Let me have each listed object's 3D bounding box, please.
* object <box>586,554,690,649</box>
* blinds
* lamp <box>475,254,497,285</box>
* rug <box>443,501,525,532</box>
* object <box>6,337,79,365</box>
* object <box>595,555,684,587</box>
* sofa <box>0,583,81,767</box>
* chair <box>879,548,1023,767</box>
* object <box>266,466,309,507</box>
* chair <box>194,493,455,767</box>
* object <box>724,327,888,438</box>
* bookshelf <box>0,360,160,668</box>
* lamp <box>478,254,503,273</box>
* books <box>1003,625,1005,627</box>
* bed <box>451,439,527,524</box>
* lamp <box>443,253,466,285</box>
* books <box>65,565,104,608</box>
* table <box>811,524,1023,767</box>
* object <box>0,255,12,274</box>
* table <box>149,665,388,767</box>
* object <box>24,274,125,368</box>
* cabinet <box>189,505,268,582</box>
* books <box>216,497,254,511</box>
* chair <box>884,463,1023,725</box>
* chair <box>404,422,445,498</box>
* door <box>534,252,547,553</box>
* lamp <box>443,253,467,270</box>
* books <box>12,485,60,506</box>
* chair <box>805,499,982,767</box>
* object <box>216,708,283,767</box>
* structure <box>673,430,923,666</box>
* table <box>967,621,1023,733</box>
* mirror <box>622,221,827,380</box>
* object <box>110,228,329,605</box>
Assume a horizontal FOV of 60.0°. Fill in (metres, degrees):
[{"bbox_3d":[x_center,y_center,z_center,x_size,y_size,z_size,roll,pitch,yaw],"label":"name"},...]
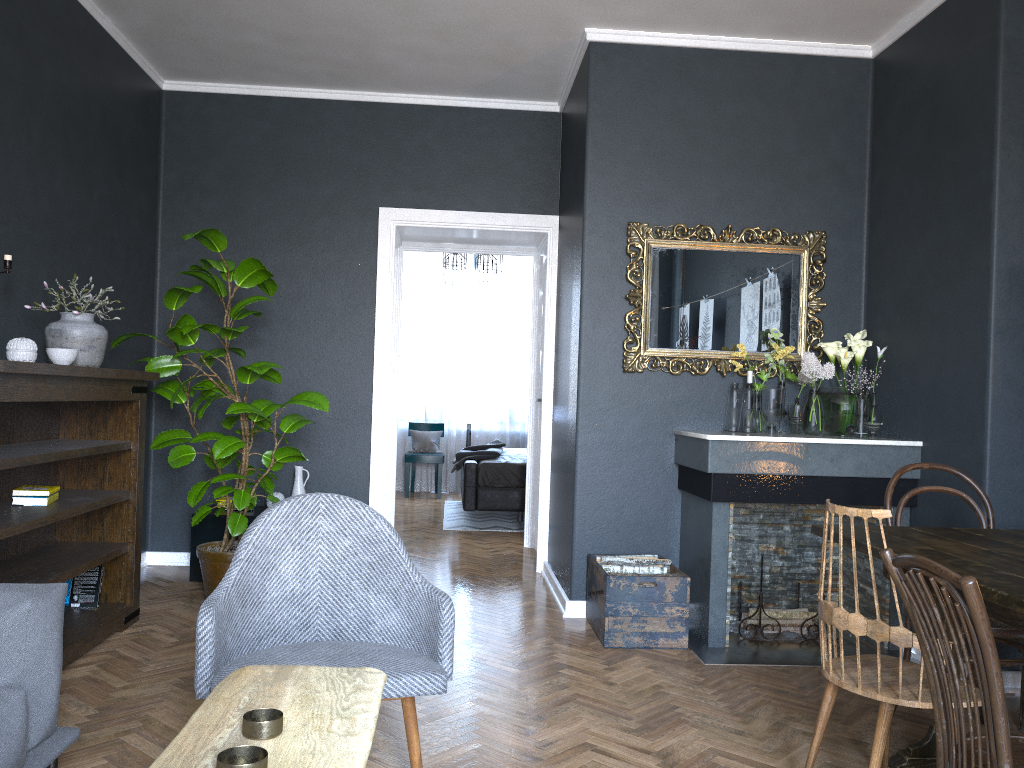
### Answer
[{"bbox_3d":[0.588,1.029,4.247,0.383,0.326,0.552,2,-1,-4],"label":"object"},{"bbox_3d":[-0.402,-0.141,10.266,3.992,2.789,0.312,2,0,-4],"label":"blinds"},{"bbox_3d":[-0.254,-1.385,8.909,0.210,0.747,0.210,2,0,10],"label":"lamp"},{"bbox_3d":[0.084,1.246,8.394,1.458,0.013,2.045,2,-1,-4],"label":"rug"},{"bbox_3d":[-1.819,-0.123,3.441,0.255,0.104,0.118,3,-1,-39],"label":"object"},{"bbox_3d":[0.595,0.953,4.248,0.370,0.247,0.533,2,-1,-4],"label":"object"},{"bbox_3d":[-1.474,0.674,1.137,0.970,0.798,2.340,2,-1,-4],"label":"sofa"},{"bbox_3d":[1.020,0.758,1.771,0.467,0.820,0.363,2,0,-4],"label":"chair"},{"bbox_3d":[-1.370,0.622,5.300,0.228,0.268,0.229,2,0,30],"label":"object"},{"bbox_3d":[-0.509,0.719,2.346,0.645,0.811,0.494,2,0,-26],"label":"chair"},{"bbox_3d":[1.462,-0.019,4.385,0.727,0.547,0.474,2,0,-1],"label":"object"},{"bbox_3d":[-1.854,0.510,3.244,0.451,1.172,1.918,2,-1,-4],"label":"bookshelf"},{"bbox_3d":[-0.184,-1.388,7.925,0.210,0.769,0.210,2,0,10],"label":"lamp"},{"bbox_3d":[1.938,0.883,3.296,0.207,0.025,0.262,1,-1,39],"label":"books"},{"bbox_3d":[0.613,0.684,8.462,2.375,1.162,2.265,2,-1,-4],"label":"bed"},{"bbox_3d":[-0.544,-1.372,8.581,0.210,0.804,0.210,2,0,10],"label":"lamp"},{"bbox_3d":[-1.957,0.922,4.063,0.179,0.193,0.122,2,0,-1],"label":"books"},{"bbox_3d":[1.584,0.830,2.150,1.126,0.727,1.604,2,-1,-4],"label":"table"},{"bbox_3d":[-1.951,-0.298,3.277,0.145,0.437,0.130,2,0,32],"label":"object"},{"bbox_3d":[-0.394,0.841,1.421,0.339,0.550,0.787,2,-1,-4],"label":"table"},{"bbox_3d":[-1.856,-0.273,3.776,0.385,0.412,0.275,2,0,-26],"label":"object"},{"bbox_3d":[-1.509,0.946,5.259,0.650,0.390,0.456,2,-1,-4],"label":"cabinet"},{"bbox_3d":[-1.645,0.714,5.282,0.215,0.066,0.162,2,-1,-8],"label":"books"},{"bbox_3d":[1.530,0.745,2.990,0.438,0.920,0.549,2,0,-1],"label":"chair"},{"bbox_3d":[-0.963,0.833,9.816,0.435,0.798,0.592,2,0,-4],"label":"chair"},{"bbox_3d":[0.272,0.120,6.165,0.162,2.187,0.857,2,0,-4],"label":"door"},{"bbox_3d":[-0.519,-1.428,8.193,0.210,0.714,0.210,2,0,10],"label":"lamp"},{"bbox_3d":[-1.909,0.477,3.598,0.174,0.113,0.197,2,-1,-15],"label":"books"},{"bbox_3d":[1.031,0.756,2.427,0.384,0.856,0.456,2,0,-19],"label":"chair"},{"bbox_3d":[-0.402,0.549,1.285,0.103,0.033,0.369,2,-1,7],"label":"object"},{"bbox_3d":[1.335,0.738,4.217,1.065,0.981,0.834,2,0,-4],"label":"structure"},{"bbox_3d":[1.948,1.067,3.279,0.364,0.317,0.369,2,-1,-4],"label":"table"},{"bbox_3d":[1.101,-0.427,4.567,1.057,0.784,0.067,2,0,-4],"label":"mirror"},{"bbox_3d":[-1.498,0.186,4.535,1.118,1.899,0.763,2,0,-10],"label":"object"}]
